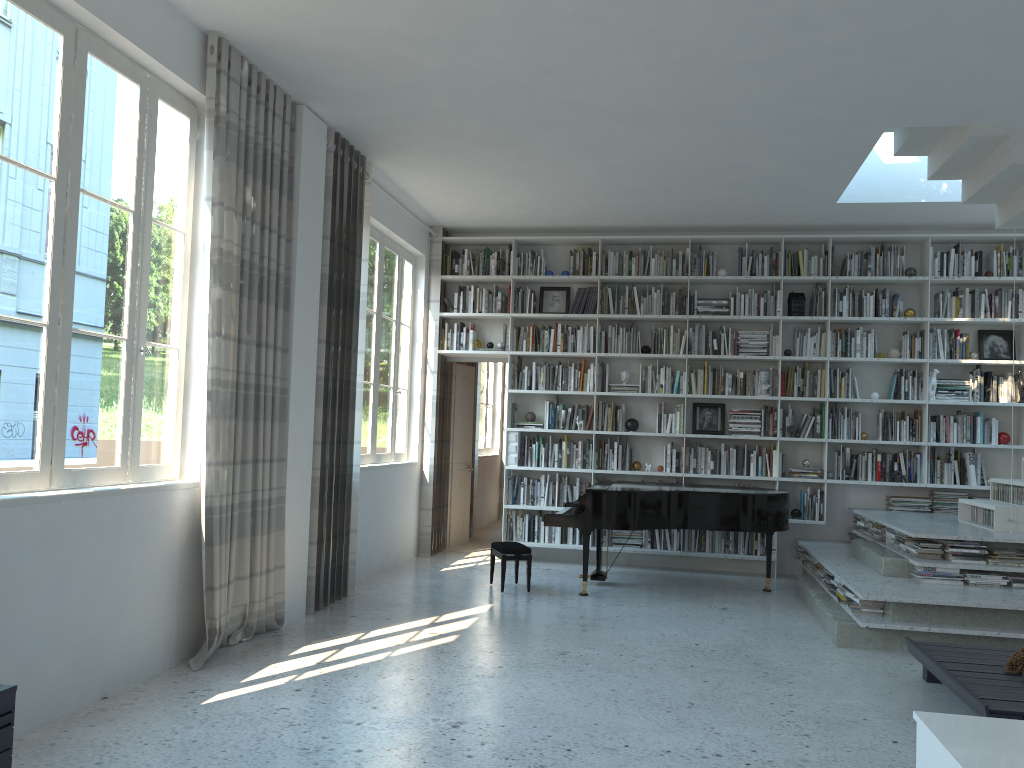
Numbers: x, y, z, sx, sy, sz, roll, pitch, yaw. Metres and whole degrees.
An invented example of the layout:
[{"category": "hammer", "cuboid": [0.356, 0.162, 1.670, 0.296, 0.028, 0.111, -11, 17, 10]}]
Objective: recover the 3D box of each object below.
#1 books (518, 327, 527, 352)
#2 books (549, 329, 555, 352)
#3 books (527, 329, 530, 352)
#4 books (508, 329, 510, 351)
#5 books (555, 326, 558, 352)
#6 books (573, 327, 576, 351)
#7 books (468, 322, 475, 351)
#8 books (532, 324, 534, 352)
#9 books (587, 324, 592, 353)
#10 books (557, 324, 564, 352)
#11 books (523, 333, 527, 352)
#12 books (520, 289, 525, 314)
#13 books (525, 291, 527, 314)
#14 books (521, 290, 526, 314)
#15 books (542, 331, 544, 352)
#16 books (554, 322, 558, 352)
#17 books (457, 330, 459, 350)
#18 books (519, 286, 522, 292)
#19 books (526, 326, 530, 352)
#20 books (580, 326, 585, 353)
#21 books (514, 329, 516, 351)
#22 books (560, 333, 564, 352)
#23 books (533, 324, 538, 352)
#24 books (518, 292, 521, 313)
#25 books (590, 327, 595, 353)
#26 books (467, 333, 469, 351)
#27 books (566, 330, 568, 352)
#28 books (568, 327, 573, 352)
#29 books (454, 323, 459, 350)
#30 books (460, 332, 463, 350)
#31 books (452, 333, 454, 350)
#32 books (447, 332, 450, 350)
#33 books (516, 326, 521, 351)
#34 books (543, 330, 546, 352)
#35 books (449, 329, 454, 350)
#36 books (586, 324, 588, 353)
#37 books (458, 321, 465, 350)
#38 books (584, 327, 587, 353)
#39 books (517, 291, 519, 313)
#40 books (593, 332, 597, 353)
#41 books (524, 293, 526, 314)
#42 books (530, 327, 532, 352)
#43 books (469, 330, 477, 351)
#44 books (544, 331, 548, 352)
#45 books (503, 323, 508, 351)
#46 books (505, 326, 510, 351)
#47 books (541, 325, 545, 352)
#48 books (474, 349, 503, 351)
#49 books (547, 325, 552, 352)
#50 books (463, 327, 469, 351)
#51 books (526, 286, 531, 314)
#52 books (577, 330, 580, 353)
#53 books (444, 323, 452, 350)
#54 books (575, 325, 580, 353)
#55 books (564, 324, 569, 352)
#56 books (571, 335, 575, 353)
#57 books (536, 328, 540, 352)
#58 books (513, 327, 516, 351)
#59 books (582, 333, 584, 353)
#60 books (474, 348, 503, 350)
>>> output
[{"category": "books", "cuboid": [0.099, -0.428, 8.734, 0.062, 0.258, 0.153, 2, -3, 11]}, {"category": "books", "cuboid": [0.400, -0.410, 8.672, 0.047, 0.238, 0.162, 2, -3, 11]}, {"category": "books", "cuboid": [0.178, -0.412, 8.707, 0.030, 0.230, 0.172, 2, -3, 11]}, {"category": "books", "cuboid": [-0.003, -0.416, 8.711, 0.021, 0.224, 0.232, 2, -3, 11]}, {"category": "books", "cuboid": [0.446, -0.427, 8.648, 0.023, 0.271, 0.187, 2, -3, 11]}, {"category": "books", "cuboid": [0.617, -0.416, 8.641, 0.035, 0.260, 0.131, 2, -3, 11]}, {"category": "books", "cuboid": [-0.401, -0.461, 8.818, 0.013, 0.298, 0.179, 2, -3, 11]}, {"category": "books", "cuboid": [0.217, -0.437, 8.703, 0.020, 0.280, 0.164, 2, -3, 11]}, {"category": "books", "cuboid": [0.754, -0.428, 8.598, 0.022, 0.289, 0.169, 2, -3, 11]}, {"category": "books", "cuboid": [0.471, -0.434, 8.639, 0.030, 0.285, 0.185, 2, -3, 11]}, {"category": "books", "cuboid": [0.137, -0.397, 8.701, 0.026, 0.195, 0.175, 2, -3, 11]}, {"category": "books", "cuboid": [0.101, -0.796, 8.735, 0.009, 0.260, 0.184, 2, -3, 11]}, {"category": "books", "cuboid": [0.151, -0.786, 8.729, 0.019, 0.243, 0.153, 2, -3, 11]}, {"category": "books", "cuboid": [0.115, -0.789, 8.720, 0.004, 0.246, 0.189, 2, -3, 11]}, {"category": "books", "cuboid": [0.313, -0.403, 8.678, 0.014, 0.218, 0.164, 2, -3, 11]}, {"category": "books", "cuboid": [0.432, -0.442, 8.671, 0.014, 0.303, 0.151, 2, -3, 11]}, {"category": "books", "cuboid": [-0.523, -0.421, 8.861, 0.023, 0.214, 0.140, 2, -3, 11]}, {"category": "books", "cuboid": [0.084, -0.810, 8.752, 0.006, 0.289, 0.144, 2, -3, 11]}, {"category": "books", "cuboid": [0.159, -0.429, 8.715, 0.010, 0.262, 0.151, 2, -3, 11]}, {"category": "books", "cuboid": [0.682, -0.417, 8.606, 0.022, 0.263, 0.174, 2, -3, 11]}, {"category": "books", "cuboid": [0.045, -0.417, 8.736, 0.022, 0.232, 0.151, 2, -3, 11]}, {"category": "books", "cuboid": [0.498, -0.388, 8.628, 0.029, 0.195, 0.192, 2, -3, 11]}, {"category": "books", "cuboid": [0.230, -0.435, 8.689, 0.011, 0.277, 0.164, 2, -3, 11]}, {"category": "books", "cuboid": [0.087, -0.781, 8.734, 0.009, 0.228, 0.184, 2, -3, 11]}, {"category": "books", "cuboid": [0.781, -0.414, 8.590, 0.035, 0.263, 0.178, 2, -3, 11]}, {"category": "books", "cuboid": [-0.420, -0.407, 8.839, 0.029, 0.191, 0.134, 2, -3, 11]}, {"category": "books", "cuboid": [0.547, -0.404, 8.636, 0.013, 0.232, 0.171, 2, -3, 11]}, {"category": "books", "cuboid": [0.570, -0.417, 8.646, 0.029, 0.260, 0.157, 2, -3, 11]}, {"category": "books", "cuboid": [-0.548, -0.456, 8.850, 0.022, 0.281, 0.156, 2, -3, 11]}, {"category": "books", "cuboid": [-0.481, -0.411, 8.828, 0.024, 0.193, 0.181, 2, -3, 11]}, {"category": "books", "cuboid": [-0.572, -0.407, 8.869, 0.029, 0.185, 0.135, 2, -3, 11]}, {"category": "books", "cuboid": [-0.613, -0.415, 8.860, 0.029, 0.197, 0.160, 2, -3, 11]}, {"category": "books", "cuboid": [0.060, -0.432, 8.725, 0.012, 0.263, 0.180, 2, -3, 11]}, {"category": "books", "cuboid": [0.327, -0.408, 8.683, 0.011, 0.229, 0.170, 2, -3, 11]}, {"category": "books", "cuboid": [-0.595, -0.427, 8.849, 0.010, 0.220, 0.181, 2, -3, 11]}, {"category": "books", "cuboid": [0.735, -0.429, 8.589, 0.012, 0.291, 0.182, 2, -3, 11]}, {"category": "books", "cuboid": [-0.500, -0.464, 8.820, 0.013, 0.297, 0.187, 2, -3, 11]}, {"category": "books", "cuboid": [0.722, -0.416, 8.620, 0.024, 0.266, 0.155, 2, -3, 11]}, {"category": "books", "cuboid": [0.072, -0.785, 8.751, 0.005, 0.238, 0.154, 2, -3, 11]}, {"category": "books", "cuboid": [0.811, -0.384, 8.557, 0.039, 0.202, 0.236, 2, -3, 11]}, {"category": "books", "cuboid": [0.137, -0.775, 8.720, 0.018, 0.218, 0.186, 2, -3, 11]}, {"category": "books", "cuboid": [0.200, -0.423, 8.701, 0.014, 0.252, 0.187, 2, -3, 11]}, {"category": "books", "cuboid": [-0.385, -0.418, 8.799, 0.029, 0.211, 0.187, 2, -3, 11]}, {"category": "books", "cuboid": [0.346, -0.402, 8.672, 0.031, 0.217, 0.173, 2, -3, 11]}, {"category": "books", "cuboid": [-0.066, -0.446, 8.755, 0.012, 0.285, 0.159, 2, -3, 11]}, {"category": "books", "cuboid": [-0.035, -0.436, 8.770, 0.044, 0.269, 0.134, 2, -3, 11]}, {"category": "books", "cuboid": [0.303, -0.432, 8.694, 0.012, 0.277, 0.150, 2, -3, 11]}, {"category": "books", "cuboid": [-0.222, -0.326, 8.784, 0.285, 0.012, 0.159, 2, -3, 8]}, {"category": "books", "cuboid": [0.370, -0.429, 8.674, 0.014, 0.272, 0.180, 2, -3, 11]}, {"category": "books", "cuboid": [-0.452, -0.433, 8.805, 0.021, 0.236, 0.189, 2, -3, 11]}, {"category": "books", "cuboid": [0.163, -0.805, 8.726, 0.005, 0.281, 0.191, 2, -3, 11]}, {"category": "books", "cuboid": [0.655, -0.401, 8.610, 0.030, 0.230, 0.172, 2, -3, 11]}, {"category": "books", "cuboid": [-0.638, -0.459, 8.859, 0.023, 0.281, 0.170, 2, -3, 11]}, {"category": "books", "cuboid": [0.636, -0.426, 8.620, 0.012, 0.280, 0.188, 2, -3, 11]}, {"category": "books", "cuboid": [0.531, -0.431, 8.651, 0.025, 0.286, 0.161, 2, -3, 11]}, {"category": "books", "cuboid": [0.593, -0.379, 8.639, 0.022, 0.186, 0.136, 2, -3, 11]}, {"category": "books", "cuboid": [0.261, -0.420, 8.700, 0.047, 0.249, 0.134, 2, -3, 11]}, {"category": "books", "cuboid": [0.030, -0.427, 8.748, 0.012, 0.254, 0.161, 2, -3, 11]}, {"category": "books", "cuboid": [0.701, -0.387, 8.614, 0.013, 0.206, 0.172, 2, -3, 11]}, {"category": "books", "cuboid": [-0.222, -0.337, 8.787, 0.285, 0.012, 0.159, 1, -3, 13]}]
